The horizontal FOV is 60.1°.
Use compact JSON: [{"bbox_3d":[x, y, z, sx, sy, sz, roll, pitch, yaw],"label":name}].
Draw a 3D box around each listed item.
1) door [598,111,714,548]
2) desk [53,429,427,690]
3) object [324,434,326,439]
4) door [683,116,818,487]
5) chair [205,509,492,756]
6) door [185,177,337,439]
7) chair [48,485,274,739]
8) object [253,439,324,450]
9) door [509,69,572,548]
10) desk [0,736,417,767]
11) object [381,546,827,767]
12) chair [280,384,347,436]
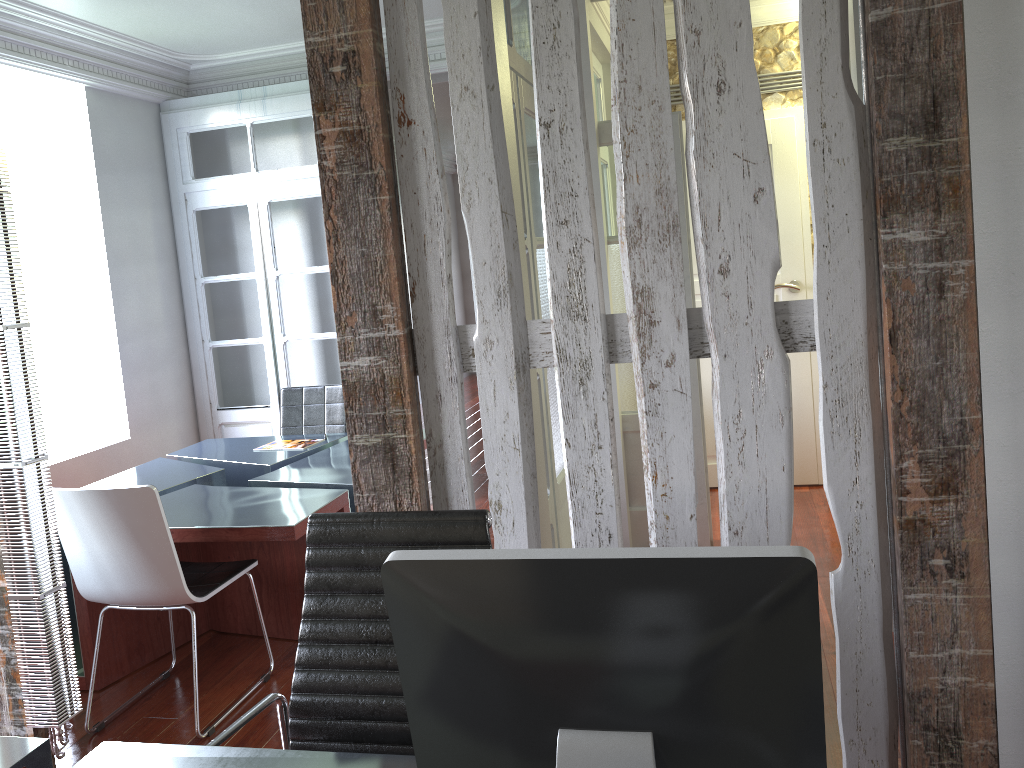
[{"bbox_3d":[0.564,-0.281,4.877,0.482,2.171,1.192,-6,6,-12],"label":"door"},{"bbox_3d":[-1.264,0.742,4.248,1.444,0.651,1.724,-3,8,14],"label":"desk"},{"bbox_3d":[-1.037,0.292,4.912,0.011,0.011,0.150,-6,8,-10],"label":"object"},{"bbox_3d":[1.361,-0.463,5.425,0.868,2.208,0.146,-4,5,14],"label":"door"},{"bbox_3d":[-0.289,0.828,1.707,0.665,1.018,0.703,-4,6,8],"label":"chair"},{"bbox_3d":[-1.559,-0.221,5.842,1.159,2.171,0.041,-4,5,14],"label":"door"},{"bbox_3d":[-1.275,0.753,3.267,0.474,0.915,0.605,-4,6,14],"label":"chair"},{"bbox_3d":[-1.204,0.330,4.785,0.307,0.012,0.225,-3,8,18],"label":"object"},{"bbox_3d":[0.095,0.011,3.099,0.041,2.169,1.064,-4,6,14],"label":"door"},{"bbox_3d":[-0.181,1.080,0.866,2.505,0.724,1.309,-3,7,14],"label":"desk"},{"bbox_3d":[0.106,0.423,1.008,0.483,0.483,0.191,-4,6,14],"label":"object"},{"bbox_3d":[-1.182,0.507,4.957,0.474,0.915,0.605,-4,6,14],"label":"chair"}]
